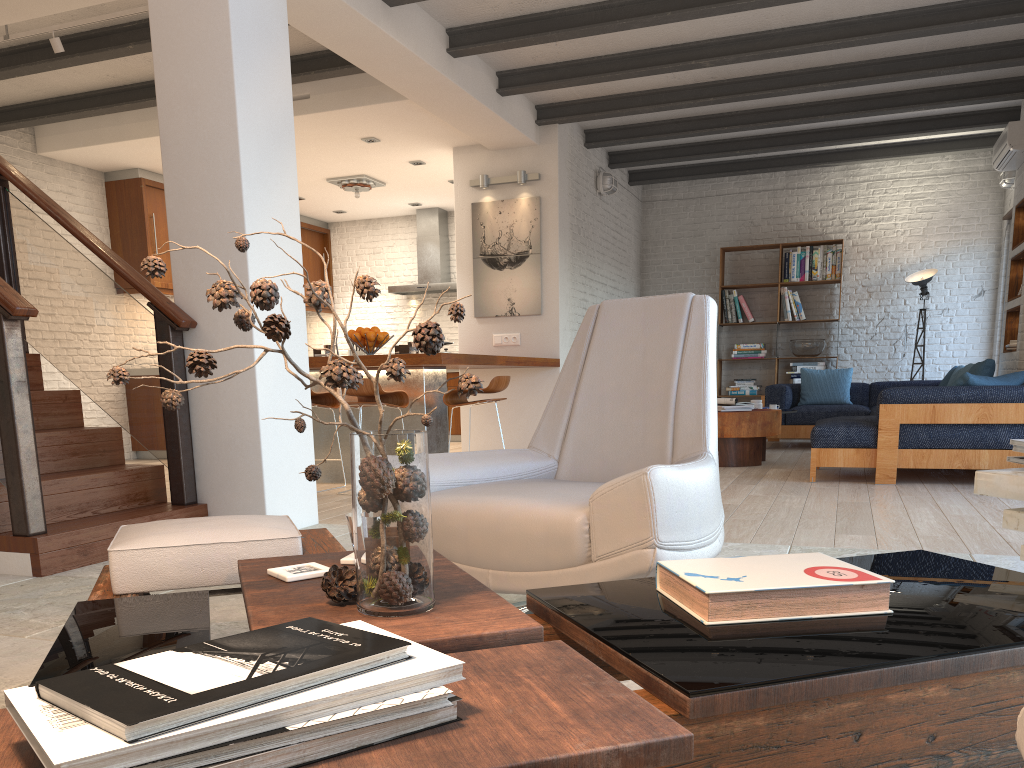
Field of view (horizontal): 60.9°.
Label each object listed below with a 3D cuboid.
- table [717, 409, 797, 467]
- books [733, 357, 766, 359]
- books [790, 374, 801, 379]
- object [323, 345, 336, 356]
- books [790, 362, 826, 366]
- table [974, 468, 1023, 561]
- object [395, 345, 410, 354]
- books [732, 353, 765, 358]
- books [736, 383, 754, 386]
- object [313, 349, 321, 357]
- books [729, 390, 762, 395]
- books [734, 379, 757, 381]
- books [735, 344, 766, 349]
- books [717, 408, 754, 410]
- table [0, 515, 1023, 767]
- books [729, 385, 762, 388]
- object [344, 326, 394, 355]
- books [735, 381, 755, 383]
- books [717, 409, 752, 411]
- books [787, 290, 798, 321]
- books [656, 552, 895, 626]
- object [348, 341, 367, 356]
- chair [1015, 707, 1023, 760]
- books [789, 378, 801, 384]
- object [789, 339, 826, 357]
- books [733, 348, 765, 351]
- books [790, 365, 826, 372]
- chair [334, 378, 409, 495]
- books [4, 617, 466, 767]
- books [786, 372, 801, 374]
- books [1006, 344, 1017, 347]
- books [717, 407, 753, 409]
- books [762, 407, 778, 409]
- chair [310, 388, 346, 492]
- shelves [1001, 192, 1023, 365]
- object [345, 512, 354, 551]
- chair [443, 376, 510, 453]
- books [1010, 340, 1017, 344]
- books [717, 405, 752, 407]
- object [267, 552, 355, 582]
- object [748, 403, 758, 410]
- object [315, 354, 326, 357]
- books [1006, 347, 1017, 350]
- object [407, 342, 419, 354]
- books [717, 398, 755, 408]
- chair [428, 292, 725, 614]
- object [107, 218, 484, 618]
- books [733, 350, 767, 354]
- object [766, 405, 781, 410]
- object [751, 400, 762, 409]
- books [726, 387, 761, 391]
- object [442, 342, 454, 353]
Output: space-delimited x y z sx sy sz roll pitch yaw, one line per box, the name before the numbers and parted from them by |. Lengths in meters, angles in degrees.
table | 1.964 0.449 7.935 1.074 0.455 1.802 0 1 27
books | 2.794 -0.304 10.260 0.355 0.021 0.267 -1 0 21
books | 3.385 -0.094 10.058 0.326 0.057 0.250 -1 1 16
object | -1.338 -0.242 6.406 0.091 0.086 0.089 1 5 18
books | 3.410 -0.228 10.050 0.379 0.037 0.240 -1 1 21
table | 1.438 0.459 2.005 0.493 0.515 0.486 -3 6 -19
object | -0.784 -0.239 6.292 0.093 0.084 0.113 -3 4 -24
books | 2.782 -0.333 10.252 0.379 0.037 0.240 -1 1 16
books | 2.768 0.002 10.347 0.205 0.034 0.130 -1 1 21
object | -1.414 -0.228 6.534 0.114 0.084 0.092 0 5 21
books | 2.769 0.103 10.344 0.325 0.057 0.251 -1 1 31
books | 2.766 -0.051 10.324 0.252 0.017 0.159 -1 0 21
books | 2.800 -0.438 10.237 0.326 0.057 0.251 -1 1 23
books | 1.859 0.206 7.378 0.252 0.011 0.313 -1 0 -10
table | 0.094 0.523 1.414 1.964 0.438 2.172 -1 1 -18
books | 2.762 0.029 10.330 0.379 0.018 0.240 -1 0 13
object | -1.041 -0.305 6.381 0.365 0.227 0.357 -2 3 -14
books | 2.765 -0.024 10.351 0.236 0.019 0.168 -1 0 14
books | 1.856 0.217 7.364 0.252 0.011 0.313 -1 0 0
books | 3.222 -0.891 9.994 0.124 0.356 0.266 3 8 21
books | 0.450 0.355 1.538 0.326 0.057 0.250 -1 1 -9
object | -2.036 -0.383 11.542 0.321 0.384 0.065 1 10 20
chair | 1.019 0.224 0.482 0.983 1.021 1.005 -1 5 5
books | 3.415 -0.033 10.070 0.380 0.066 0.240 -1 1 8
object | 3.397 -0.408 10.035 0.398 0.206 0.398 -2 3 -28
books | 2.794 -0.399 10.249 0.355 0.021 0.267 -1 0 19
books | 3.417 -0.176 10.062 0.379 0.066 0.240 -1 1 15
chair | -0.967 0.351 5.935 0.404 0.793 0.412 2 9 21
books | -0.270 0.320 0.890 0.397 0.076 0.248 -2 1 -37
books | 3.404 -0.133 10.056 0.444 0.021 0.267 -1 0 21
books | 4.344 -0.330 7.473 0.170 0.019 0.232 -1 0 23
books | 1.847 0.196 7.361 0.252 0.011 0.313 -1 0 -10
books | 2.422 0.235 8.404 0.231 0.023 0.160 -1 0 -21
chair | -1.470 0.360 6.124 0.404 0.793 0.412 2 9 21
shelves | 4.375 -0.888 7.384 0.191 1.460 0.750 3 9 21
object | -0.284 0.300 1.736 0.091 0.086 0.089 -3 6 -20
chair | -0.208 0.336 6.216 0.422 0.793 0.395 2 9 21
books | 4.347 -0.357 7.474 0.132 0.034 0.203 -1 1 31
books | 1.843 0.185 7.352 0.252 0.011 0.313 -1 0 -5
object | -0.328 0.338 1.672 0.271 0.035 0.244 -1 0 -7
object | 2.074 0.193 7.594 0.146 0.057 0.172 -1 1 10
object | -1.395 -0.204 6.473 0.287 0.035 0.202 -1 1 21
books | 4.342 -0.304 7.492 0.162 0.017 0.248 -1 0 31
object | -0.694 -0.254 6.177 0.090 0.086 0.089 3 6 36
books | 1.860 0.171 7.426 0.270 0.111 0.319 -2 2 -37
chair | 0.218 0.229 2.642 1.021 1.039 0.957 3 7 37
object | -0.324 0.051 1.317 0.541 0.621 0.309 -2 8 -8
books | 2.789 -0.370 10.235 0.379 0.037 0.240 -1 1 14
object | 2.393 0.221 7.993 0.155 0.058 0.266 -1 1 14
object | 2.203 0.198 7.864 0.107 0.110 0.106 3 7 37
books | 2.751 0.057 10.350 0.379 0.037 0.240 -1 1 21
object | -0.812 -0.381 10.753 0.260 0.281 0.259 4 8 42
